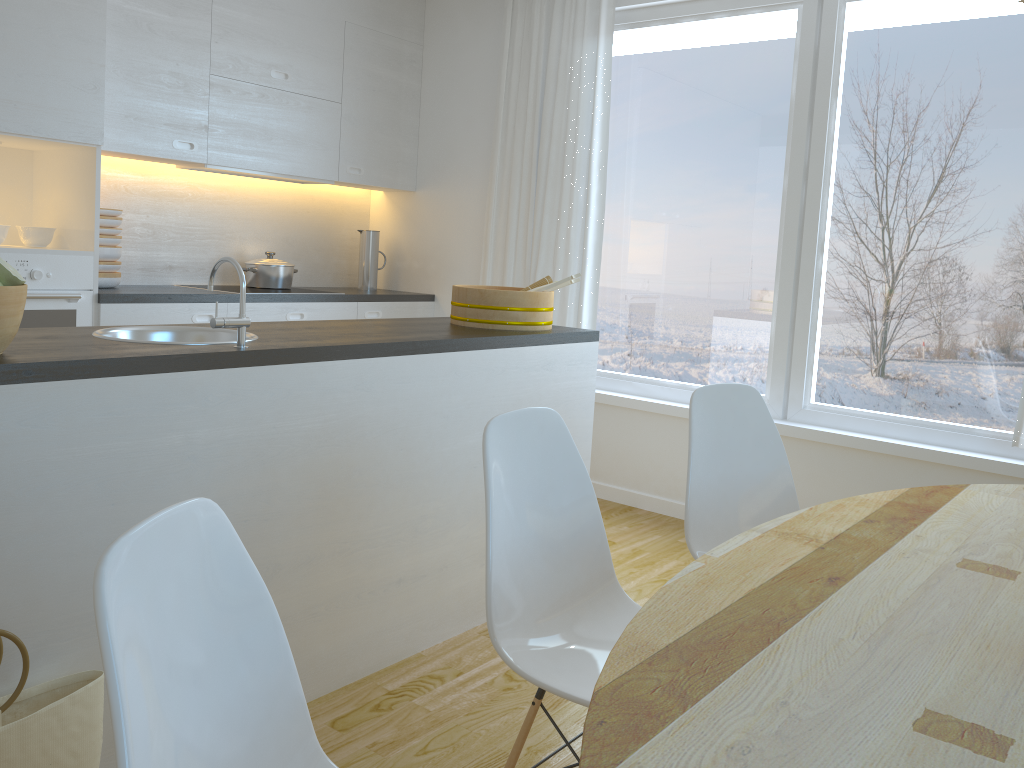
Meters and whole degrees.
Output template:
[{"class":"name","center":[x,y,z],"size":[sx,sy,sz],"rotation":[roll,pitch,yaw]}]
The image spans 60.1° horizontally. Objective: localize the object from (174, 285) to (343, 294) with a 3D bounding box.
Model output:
[{"class":"object","center":[-1.306,-0.487,4.603],"size":[0.564,0.013,0.655],"rotation":[10,10,37]}]

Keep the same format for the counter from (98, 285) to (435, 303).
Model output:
[{"class":"counter","center":[-1.307,-0.469,4.600],"size":[0.603,0.040,2.005],"rotation":[10,10,37]}]

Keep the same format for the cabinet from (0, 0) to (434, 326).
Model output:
[{"class":"cabinet","center":[-1.609,-0.731,4.064],"size":[0.483,2.287,3.208],"rotation":[7,8,37]}]

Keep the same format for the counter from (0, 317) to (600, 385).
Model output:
[{"class":"counter","center":[-0.651,-0.127,2.535],"size":[0.603,0.040,2.406],"rotation":[10,10,37]}]

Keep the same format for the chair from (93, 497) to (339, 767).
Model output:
[{"class":"chair","center":[-0.171,0.610,0.998],"size":[0.523,0.896,0.432],"rotation":[4,6,8]}]

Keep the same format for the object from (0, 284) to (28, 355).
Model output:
[{"class":"object","center":[-1.080,-0.131,1.758],"size":[0.205,0.141,0.207],"rotation":[3,7,-1]}]

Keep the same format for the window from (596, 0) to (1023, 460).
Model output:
[{"class":"window","center":[1.310,-0.790,3.939],"size":[2.738,1.907,0.088],"rotation":[9,7,38]}]

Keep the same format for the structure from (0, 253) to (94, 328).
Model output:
[{"class":"structure","center":[-1.892,-0.203,3.413],"size":[0.049,0.593,0.562],"rotation":[7,7,37]}]

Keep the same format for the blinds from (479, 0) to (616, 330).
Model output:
[{"class":"blinds","center":[0.143,-1.141,4.597],"size":[0.798,2.148,0.150],"rotation":[8,6,37]}]

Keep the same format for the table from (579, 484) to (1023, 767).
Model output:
[{"class":"table","center":[0.853,0.718,1.281],"size":[1.198,0.721,2.195],"rotation":[9,10,36]}]

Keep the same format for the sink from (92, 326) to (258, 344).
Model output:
[{"class":"sink","center":[-0.875,-0.054,2.312],"size":[0.404,0.156,0.407],"rotation":[2,8,-10]}]

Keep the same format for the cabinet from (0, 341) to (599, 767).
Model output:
[{"class":"cabinet","center":[-0.680,0.343,2.574],"size":[0.603,0.904,2.406],"rotation":[8,9,37]}]

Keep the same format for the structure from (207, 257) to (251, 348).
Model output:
[{"class":"structure","center":[-0.718,-0.202,2.148],"size":[0.163,0.214,0.097],"rotation":[8,7,38]}]

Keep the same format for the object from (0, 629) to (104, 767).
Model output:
[{"class":"object","center":[-0.529,0.725,1.473],"size":[1.191,0.499,0.473],"rotation":[6,7,16]}]

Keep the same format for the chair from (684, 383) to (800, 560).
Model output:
[{"class":"chair","center":[0.686,0.483,2.221],"size":[0.430,0.896,0.526],"rotation":[0,7,-32]}]

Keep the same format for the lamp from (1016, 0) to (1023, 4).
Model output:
[{"class":"lamp","center":[0.922,-1.047,1.178],"size":[0.649,1.129,0.640],"rotation":[8,7,37]}]

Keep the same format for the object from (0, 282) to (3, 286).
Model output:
[{"class":"object","center":[-1.043,-0.174,1.742],"size":[0.081,0.085,0.098],"rotation":[4,7,3]}]

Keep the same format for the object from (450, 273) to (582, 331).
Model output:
[{"class":"object","center":[-0.010,-0.321,3.268],"size":[0.429,0.213,0.381],"rotation":[0,8,-24]}]

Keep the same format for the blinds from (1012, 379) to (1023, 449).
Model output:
[{"class":"blinds","center":[2.234,-0.774,2.966],"size":[0.798,2.148,0.150],"rotation":[8,6,38]}]

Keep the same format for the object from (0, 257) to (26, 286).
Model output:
[{"class":"object","center":[-1.031,-0.226,1.802],"size":[0.074,0.071,0.078],"rotation":[0,8,-27]}]
